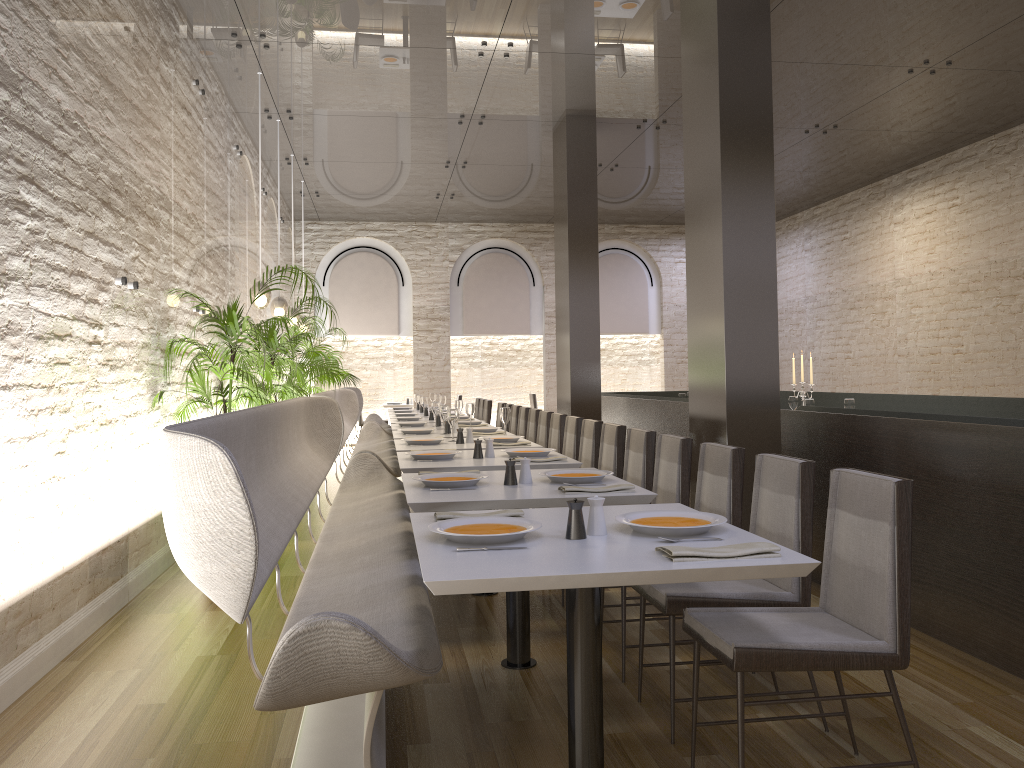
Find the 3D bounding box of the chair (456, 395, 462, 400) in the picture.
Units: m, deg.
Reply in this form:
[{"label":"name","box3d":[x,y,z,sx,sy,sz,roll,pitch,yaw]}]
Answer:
[{"label":"chair","box3d":[-1.169,0.654,15.804,0.565,0.907,0.411,-1,-2,-8]}]

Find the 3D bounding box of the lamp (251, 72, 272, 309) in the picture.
[{"label":"lamp","box3d":[-2.157,-1.657,7.590,0.177,2.044,0.177,-1,-2,13]}]

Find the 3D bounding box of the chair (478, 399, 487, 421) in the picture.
[{"label":"chair","box3d":[-0.633,0.670,12.535,0.565,0.907,0.411,-1,-2,-8]}]

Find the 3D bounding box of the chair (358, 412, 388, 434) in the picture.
[{"label":"chair","box3d":[-2.467,0.675,15.612,0.565,0.907,0.411,-1,-2,-8]}]

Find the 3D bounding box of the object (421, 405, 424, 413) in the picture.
[{"label":"object","box3d":[-1.187,0.322,11.698,0.059,0.109,0.059,-2,-2,27]}]

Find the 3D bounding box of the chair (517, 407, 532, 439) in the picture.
[{"label":"chair","box3d":[-0.095,0.690,8.891,0.565,0.907,0.411,-1,-2,-8]}]

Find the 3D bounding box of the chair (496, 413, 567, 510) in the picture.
[{"label":"chair","box3d":[0.155,0.698,7.194,0.565,0.907,0.411,-1,-2,-8]}]

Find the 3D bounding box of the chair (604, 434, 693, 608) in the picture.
[{"label":"chair","box3d":[0.576,0.713,4.341,0.565,0.907,0.411,-1,-2,-8]}]

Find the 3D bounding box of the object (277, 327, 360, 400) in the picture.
[{"label":"object","box3d":[-2.760,0.180,12.228,1.145,1.977,1.187,0,-2,-28]}]

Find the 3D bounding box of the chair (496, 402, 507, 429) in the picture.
[{"label":"chair","box3d":[-0.345,0.681,10.587,0.565,0.907,0.411,-1,-2,-8]}]

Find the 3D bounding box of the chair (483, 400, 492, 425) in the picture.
[{"label":"chair","box3d":[-0.551,0.673,11.981,0.565,0.907,0.411,-1,-2,-8]}]

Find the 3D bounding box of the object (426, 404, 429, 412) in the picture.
[{"label":"object","box3d":[-1.125,0.321,11.753,0.059,0.109,0.059,-2,-2,27]}]

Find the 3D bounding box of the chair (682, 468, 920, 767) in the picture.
[{"label":"chair","box3d":[0.835,0.723,2.584,0.565,0.907,0.411,-1,-2,-8]}]

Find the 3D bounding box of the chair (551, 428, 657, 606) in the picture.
[{"label":"chair","box3d":[0.493,0.710,4.900,0.565,0.907,0.411,-1,-2,-8]}]

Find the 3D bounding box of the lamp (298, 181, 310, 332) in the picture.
[{"label":"lamp","box3d":[-2.770,-1.679,11.749,0.178,2.044,0.177,0,-2,-29]}]

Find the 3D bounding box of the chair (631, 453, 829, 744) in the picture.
[{"label":"chair","box3d":[0.752,0.720,3.143,0.565,0.907,0.411,-1,-2,-8]}]

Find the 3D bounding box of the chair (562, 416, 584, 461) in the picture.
[{"label":"chair","box3d":[0.242,0.701,6.606,0.565,0.907,0.411,-1,-2,-8]}]

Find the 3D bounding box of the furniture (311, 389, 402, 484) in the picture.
[{"label":"furniture","box3d":[-1.479,0.615,8.710,0.709,1.098,4.472,-1,0,-8]}]

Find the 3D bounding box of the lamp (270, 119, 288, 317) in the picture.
[{"label":"lamp","box3d":[-2.362,-1.664,8.977,0.178,2.044,0.177,0,-2,-23]}]

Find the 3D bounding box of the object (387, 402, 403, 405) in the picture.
[{"label":"object","box3d":[-2.090,0.345,15.684,0.321,0.036,0.321,-1,0,27]}]

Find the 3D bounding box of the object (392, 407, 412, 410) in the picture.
[{"label":"object","box3d":[-1.605,0.359,12.856,0.321,0.036,0.321,-1,0,29]}]

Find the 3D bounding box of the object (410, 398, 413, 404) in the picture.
[{"label":"object","box3d":[-1.776,0.301,15.709,0.059,0.109,0.059,-1,-1,-6]}]

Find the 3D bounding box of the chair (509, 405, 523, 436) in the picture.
[{"label":"chair","box3d":[-0.178,0.687,9.453,0.565,0.907,0.411,-1,-2,-8]}]

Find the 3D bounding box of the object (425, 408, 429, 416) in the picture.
[{"label":"object","box3d":[-1.027,0.328,10.607,0.059,0.109,0.059,-2,-2,27]}]

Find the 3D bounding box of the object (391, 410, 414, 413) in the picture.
[{"label":"object","box3d":[-1.439,0.365,11.728,0.321,0.036,0.321,-1,0,29]}]

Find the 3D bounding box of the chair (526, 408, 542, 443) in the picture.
[{"label":"chair","box3d":[-0.009,0.693,8.306,0.565,0.907,0.411,-1,-2,-8]}]

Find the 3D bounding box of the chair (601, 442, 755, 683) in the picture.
[{"label":"chair","box3d":[0.666,0.717,3.730,0.565,0.907,0.411,-1,-2,-8]}]

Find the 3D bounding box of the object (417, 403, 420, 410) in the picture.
[{"label":"object","box3d":[-1.354,0.316,12.825,0.059,0.109,0.059,-2,-2,27]}]

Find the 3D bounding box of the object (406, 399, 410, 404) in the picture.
[{"label":"object","box3d":[-1.839,0.303,15.654,0.059,0.109,0.059,-1,-1,-6]}]

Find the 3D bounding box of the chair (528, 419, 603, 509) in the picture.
[{"label":"chair","box3d":[0.324,0.704,6.047,0.565,0.907,0.411,-1,-2,-8]}]

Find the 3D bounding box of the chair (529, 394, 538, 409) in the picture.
[{"label":"chair","box3d":[0.615,0.626,16.067,0.565,0.907,0.411,-1,-2,-8]}]

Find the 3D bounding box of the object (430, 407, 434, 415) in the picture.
[{"label":"object","box3d":[-0.964,0.327,10.663,0.059,0.109,0.059,-2,-2,27]}]

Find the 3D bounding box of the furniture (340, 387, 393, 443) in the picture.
[{"label":"furniture","box3d":[-2.015,0.596,12.345,0.707,1.098,2.582,-1,0,-8]}]

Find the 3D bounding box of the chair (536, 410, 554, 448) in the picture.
[{"label":"chair","box3d":[0.073,0.696,7.748,0.565,0.907,0.411,-1,-2,-8]}]

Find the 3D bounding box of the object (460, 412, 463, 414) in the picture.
[{"label":"object","box3d":[-0.746,0.362,10.714,0.321,0.036,0.321,-1,0,29]}]

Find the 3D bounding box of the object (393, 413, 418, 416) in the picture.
[{"label":"object","box3d":[-1.278,0.371,10.638,0.321,0.036,0.321,-1,0,29]}]

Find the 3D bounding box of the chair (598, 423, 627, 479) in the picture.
[{"label":"chair","box3d":[0.407,0.707,5.487,0.565,0.907,0.411,-1,-2,-8]}]

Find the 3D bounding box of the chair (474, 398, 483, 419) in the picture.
[{"label":"chair","box3d":[-0.717,0.667,13.106,0.565,0.907,0.411,-1,-2,-8]}]

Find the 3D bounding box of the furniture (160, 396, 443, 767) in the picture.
[{"label":"furniture","box3d":[-0.803,0.639,4.123,0.709,1.098,4.472,-1,0,-8]}]

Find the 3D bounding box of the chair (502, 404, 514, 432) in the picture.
[{"label":"chair","box3d":[-0.264,0.684,10.036,0.565,0.907,0.411,-1,-2,-8]}]

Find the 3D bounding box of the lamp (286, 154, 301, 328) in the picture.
[{"label":"lamp","box3d":[-2.568,-1.671,10.377,0.178,2.044,0.177,0,-2,-29]}]
